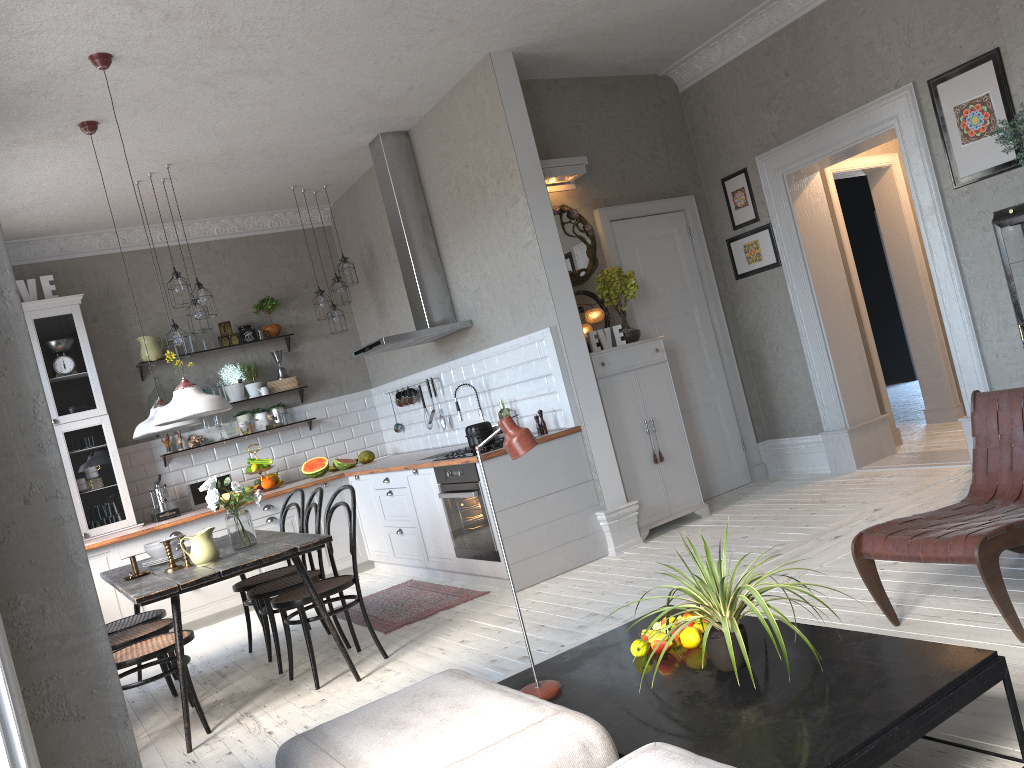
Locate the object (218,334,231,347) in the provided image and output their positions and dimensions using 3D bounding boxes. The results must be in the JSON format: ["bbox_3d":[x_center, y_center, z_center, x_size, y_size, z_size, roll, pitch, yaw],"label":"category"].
[{"bbox_3d":[-2.526,-0.370,7.780,0.084,0.113,0.081,-15,0,-31],"label":"object"}]

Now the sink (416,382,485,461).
[{"bbox_3d":[-0.393,0.369,6.381,0.538,0.720,0.477,-15,0,-31],"label":"sink"}]

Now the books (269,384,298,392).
[{"bbox_3d":[-2.074,0.042,8.024,0.264,0.016,0.156,-14,0,-19],"label":"books"}]

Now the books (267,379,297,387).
[{"bbox_3d":[-2.088,-0.010,8.023,0.264,0.016,0.156,-14,0,-19],"label":"books"}]

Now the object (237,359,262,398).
[{"bbox_3d":[-2.317,-0.062,7.863,0.167,0.380,0.186,-14,0,20],"label":"object"}]

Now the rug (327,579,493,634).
[{"bbox_3d":[-0.731,1.444,5.848,0.750,0.014,1.265,-14,0,-30],"label":"rug"}]

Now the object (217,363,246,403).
[{"bbox_3d":[-2.451,-0.016,7.838,0.247,0.354,0.232,-14,0,-13],"label":"object"}]

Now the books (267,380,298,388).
[{"bbox_3d":[-2.085,0.000,8.023,0.265,0.011,0.155,-14,0,-25],"label":"books"}]

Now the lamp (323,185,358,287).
[{"bbox_3d":[-1.623,-1.703,7.702,0.144,1.735,0.149,-14,1,31],"label":"lamp"}]

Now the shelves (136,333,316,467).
[{"bbox_3d":[-2.469,0.143,7.770,1.341,0.923,0.224,-14,0,-31],"label":"shelves"}]

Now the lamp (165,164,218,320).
[{"bbox_3d":[-2.351,-1.308,6.184,0.145,1.735,0.148,-14,1,16],"label":"lamp"}]

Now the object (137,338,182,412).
[{"bbox_3d":[-2.973,-0.050,7.421,0.332,0.674,0.340,-14,0,28],"label":"object"}]

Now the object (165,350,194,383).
[{"bbox_3d":[-2.787,-0.027,7.476,0.195,0.540,0.275,-15,1,-39],"label":"object"}]

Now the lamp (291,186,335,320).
[{"bbox_3d":[-1.784,-1.396,7.484,0.146,1.735,0.147,-14,1,1],"label":"lamp"}]

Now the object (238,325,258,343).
[{"bbox_3d":[-2.377,-0.439,7.930,0.144,0.174,0.139,-15,0,-31],"label":"object"}]

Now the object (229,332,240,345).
[{"bbox_3d":[-2.450,-0.389,7.823,0.084,0.113,0.081,-14,0,-21],"label":"object"}]

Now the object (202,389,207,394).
[{"bbox_3d":[-2.690,0.140,7.675,0.128,0.172,0.124,-15,0,-27],"label":"object"}]

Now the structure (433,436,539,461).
[{"bbox_3d":[-0.183,0.410,5.758,0.505,0.031,0.594,-14,0,-31],"label":"structure"}]

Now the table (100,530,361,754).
[{"bbox_3d":[-1.612,1.299,4.872,0.922,0.735,1.884,-14,0,-30],"label":"table"}]

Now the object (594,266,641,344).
[{"bbox_3d":[0.768,-0.553,6.206,0.296,0.553,0.341,-14,0,4],"label":"object"}]

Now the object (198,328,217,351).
[{"bbox_3d":[-2.689,-0.383,7.802,0.138,0.220,0.141,-14,0,19],"label":"object"}]

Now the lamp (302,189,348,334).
[{"bbox_3d":[-1.709,-1.288,7.667,0.144,1.735,0.149,-14,1,31],"label":"lamp"}]

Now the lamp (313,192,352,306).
[{"bbox_3d":[-1.707,-1.549,7.826,0.145,1.735,0.148,-14,1,11],"label":"lamp"}]

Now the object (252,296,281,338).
[{"bbox_3d":[-2.185,-0.603,8.012,0.262,0.397,0.240,-14,0,-6],"label":"object"}]

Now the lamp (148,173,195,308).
[{"bbox_3d":[-2.540,-1.394,6.267,0.150,1.735,0.143,-15,1,-44],"label":"lamp"}]

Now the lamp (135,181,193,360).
[{"bbox_3d":[-2.588,-1.031,6.370,0.144,1.735,0.149,-14,1,26],"label":"lamp"}]

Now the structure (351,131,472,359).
[{"bbox_3d":[-0.961,-1.083,6.709,0.726,1.596,0.699,-15,1,-31],"label":"structure"}]

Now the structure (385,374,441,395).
[{"bbox_3d":[-0.866,0.020,7.598,0.096,0.053,1.065,-14,0,-30],"label":"structure"}]

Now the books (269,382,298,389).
[{"bbox_3d":[-2.080,0.021,8.023,0.265,0.011,0.155,-14,0,-25],"label":"books"}]

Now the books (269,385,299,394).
[{"bbox_3d":[-2.072,0.052,8.024,0.265,0.011,0.155,-14,0,-25],"label":"books"}]

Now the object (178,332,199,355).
[{"bbox_3d":[-2.791,-0.339,7.628,0.171,0.184,0.173,-14,0,8],"label":"object"}]

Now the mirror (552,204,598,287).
[{"bbox_3d":[0.396,-0.989,6.288,0.542,0.593,0.070,-15,1,-31],"label":"mirror"}]

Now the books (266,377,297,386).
[{"bbox_3d":[-2.090,-0.021,8.023,0.265,0.016,0.155,-14,0,-22],"label":"books"}]

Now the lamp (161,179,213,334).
[{"bbox_3d":[-2.478,-1.223,6.457,0.150,1.735,0.143,-15,1,-44],"label":"lamp"}]

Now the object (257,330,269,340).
[{"bbox_3d":[-2.226,-0.438,7.905,0.095,0.096,0.073,-14,0,-30],"label":"object"}]

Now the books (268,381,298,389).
[{"bbox_3d":[-2.082,0.010,8.023,0.266,0.011,0.155,-14,0,-28],"label":"books"}]

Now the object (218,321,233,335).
[{"bbox_3d":[-2.519,-0.487,7.786,0.081,0.113,0.084,-14,0,39],"label":"object"}]

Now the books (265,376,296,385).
[{"bbox_3d":[-2.093,-0.031,8.023,0.265,0.011,0.155,-14,0,-25],"label":"books"}]

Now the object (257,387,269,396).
[{"bbox_3d":[-2.192,0.064,7.846,0.106,0.071,0.062,-14,0,-1],"label":"object"}]

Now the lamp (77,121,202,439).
[{"bbox_3d":[-2.243,-0.620,5.174,0.385,1.859,0.373,-15,1,-23],"label":"lamp"}]

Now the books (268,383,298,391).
[{"bbox_3d":[-2.077,0.032,8.024,0.265,0.016,0.155,-14,0,-22],"label":"books"}]

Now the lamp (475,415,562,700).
[{"bbox_3d":[0.035,0.516,2.661,0.251,0.839,0.138,-14,1,4],"label":"lamp"}]

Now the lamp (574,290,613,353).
[{"bbox_3d":[0.523,-0.372,6.127,0.456,0.558,0.169,-14,0,-23],"label":"lamp"}]

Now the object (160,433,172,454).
[{"bbox_3d":[-2.923,0.461,7.473,0.060,0.264,0.054,-14,1,30],"label":"object"}]

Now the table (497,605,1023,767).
[{"bbox_3d":[0.566,0.966,2.494,0.865,0.303,1.285,-14,0,-30],"label":"table"}]

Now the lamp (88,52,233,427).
[{"bbox_3d":[-1.818,-0.730,4.414,0.377,1.859,0.381,-14,1,7],"label":"lamp"}]

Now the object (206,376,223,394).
[{"bbox_3d":[-2.607,0.073,7.803,0.133,0.264,0.129,-15,0,-25],"label":"object"}]

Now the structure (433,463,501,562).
[{"bbox_3d":[-0.068,0.756,5.772,0.630,0.623,0.610,-14,0,-31],"label":"structure"}]

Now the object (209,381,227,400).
[{"bbox_3d":[-2.547,0.087,7.664,0.125,0.206,0.124,-14,0,-8],"label":"object"}]

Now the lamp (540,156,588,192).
[{"bbox_3d":[0.318,-1.464,6.216,0.423,0.171,0.215,-14,0,-31],"label":"lamp"}]

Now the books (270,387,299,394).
[{"bbox_3d":[-2.069,0.064,8.024,0.266,0.011,0.155,-14,0,-28],"label":"books"}]
